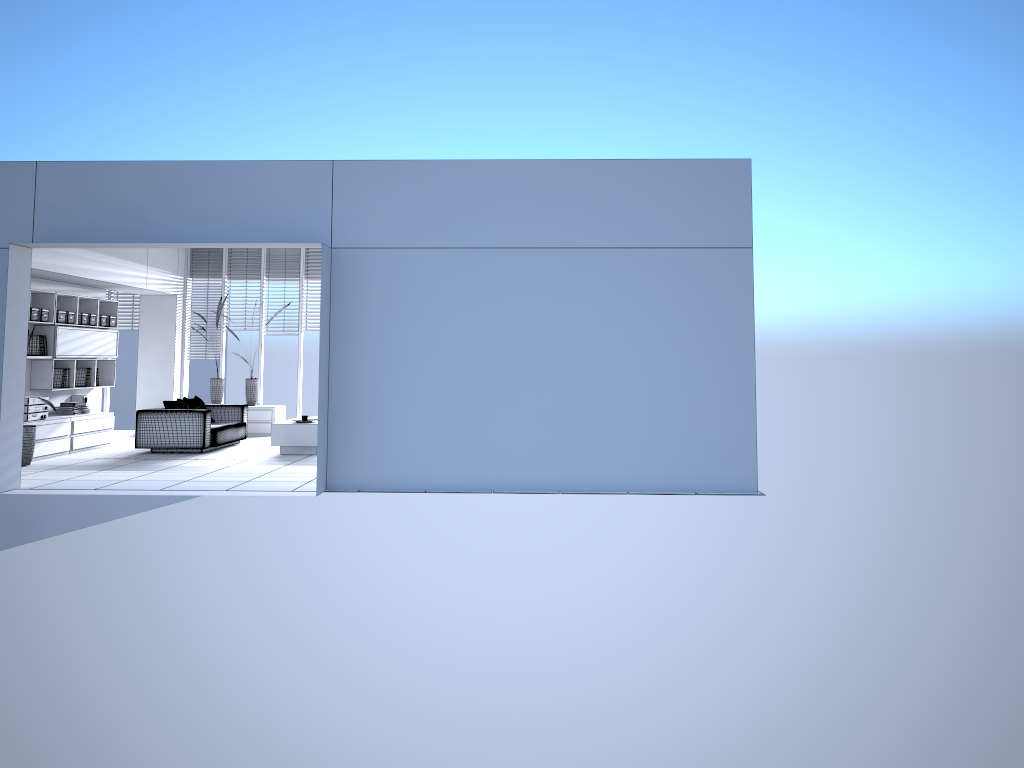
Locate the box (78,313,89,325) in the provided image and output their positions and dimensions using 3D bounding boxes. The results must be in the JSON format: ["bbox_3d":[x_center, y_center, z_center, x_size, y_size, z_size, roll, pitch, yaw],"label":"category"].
[{"bbox_3d":[-5.931,-0.882,11.968,0.280,0.163,0.178,0,-1,2],"label":"box"}]

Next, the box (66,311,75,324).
[{"bbox_3d":[-5.942,-0.872,11.621,0.281,0.163,0.173,0,-1,2],"label":"box"}]

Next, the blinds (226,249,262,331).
[{"bbox_3d":[-4.421,-1.567,14.612,0.637,1.376,0.050,0,-5,2],"label":"blinds"}]

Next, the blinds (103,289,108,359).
[{"bbox_3d":[-6.966,-1.352,14.702,0.637,1.917,0.038,0,-5,2],"label":"blinds"}]

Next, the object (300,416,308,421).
[{"bbox_3d":[-2.642,0.438,11.210,0.096,0.070,0.084,0,-1,-17],"label":"object"}]

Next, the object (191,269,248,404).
[{"bbox_3d":[-4.703,-1.157,14.317,1.425,3.009,0.491,-2,-5,30],"label":"object"}]

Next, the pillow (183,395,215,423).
[{"bbox_3d":[-4.317,0.356,12.134,0.300,0.401,0.564,0,-1,-1],"label":"pillow"}]

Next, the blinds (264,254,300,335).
[{"bbox_3d":[-3.778,-1.482,14.585,0.637,1.367,0.057,0,-5,2],"label":"blinds"}]

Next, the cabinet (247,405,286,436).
[{"bbox_3d":[-4.511,0.574,14.001,1.675,0.453,0.594,0,-1,2],"label":"cabinet"}]

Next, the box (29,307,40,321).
[{"bbox_3d":[-5.967,-0.850,10.781,0.281,0.163,0.174,0,-1,2],"label":"box"}]

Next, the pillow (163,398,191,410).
[{"bbox_3d":[-4.334,0.394,11.554,0.340,0.391,0.565,0,-1,-1],"label":"pillow"}]

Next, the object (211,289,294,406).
[{"bbox_3d":[-4.189,-0.583,13.929,1.550,1.879,0.687,0,-4,-4],"label":"object"}]

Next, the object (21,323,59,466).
[{"bbox_3d":[-5.508,0.101,9.891,1.173,1.597,0.249,-2,-5,34],"label":"object"}]

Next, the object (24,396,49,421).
[{"bbox_3d":[-5.813,0.292,10.538,0.347,0.271,0.428,0,0,2],"label":"object"}]

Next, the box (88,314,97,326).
[{"bbox_3d":[-5.925,-0.887,12.191,0.280,0.163,0.178,0,-1,2],"label":"box"}]

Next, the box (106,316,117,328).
[{"bbox_3d":[-5.907,-0.902,12.760,0.280,0.163,0.216,0,-1,2],"label":"box"}]

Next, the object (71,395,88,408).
[{"bbox_3d":[-5.985,0.274,12.193,0.177,0.233,0.118,0,-4,2],"label":"object"}]

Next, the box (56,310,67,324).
[{"bbox_3d":[-5.949,-0.866,11.394,0.281,0.163,0.211,0,-1,2],"label":"box"}]

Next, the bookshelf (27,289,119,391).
[{"bbox_3d":[-5.952,-0.550,11.478,0.327,1.258,2.807,0,0,2],"label":"bookshelf"}]

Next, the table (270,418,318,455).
[{"bbox_3d":[-2.658,0.676,11.547,0.650,0.391,1.196,0,1,2],"label":"table"}]

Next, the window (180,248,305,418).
[{"bbox_3d":[-2.653,-0.735,14.406,5.501,3.151,0.099,0,-5,2],"label":"window"}]

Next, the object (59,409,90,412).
[{"bbox_3d":[-5.860,0.351,11.725,0.285,0.008,0.414,0,2,3],"label":"object"}]

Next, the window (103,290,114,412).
[{"bbox_3d":[-6.972,-0.754,14.567,0.688,3.151,0.099,0,-5,2],"label":"window"}]

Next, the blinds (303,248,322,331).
[{"bbox_3d":[-3.133,-1.563,14.575,0.637,1.387,0.038,0,-5,2],"label":"blinds"}]

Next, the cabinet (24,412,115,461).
[{"bbox_3d":[-5.820,0.646,11.095,0.574,0.452,2.261,0,1,2],"label":"cabinet"}]

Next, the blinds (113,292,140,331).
[{"bbox_3d":[-6.324,-1.577,14.702,0.637,1.387,0.038,0,-5,2],"label":"blinds"}]

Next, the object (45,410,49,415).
[{"bbox_3d":[-6.017,0.358,11.120,0.177,0.120,0.327,0,1,2],"label":"object"}]

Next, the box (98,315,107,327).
[{"bbox_3d":[-5.916,-0.895,12.492,0.280,0.163,0.178,0,-1,2],"label":"box"}]

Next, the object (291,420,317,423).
[{"bbox_3d":[-2.644,0.475,11.210,0.329,0.025,0.328,1,2,31],"label":"object"}]

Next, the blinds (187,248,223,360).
[{"bbox_3d":[-5.064,-1.341,14.612,0.637,1.897,0.057,0,-5,2],"label":"blinds"}]

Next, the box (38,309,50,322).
[{"bbox_3d":[-5.960,-0.856,11.006,0.280,0.163,0.178,0,-1,2],"label":"box"}]
